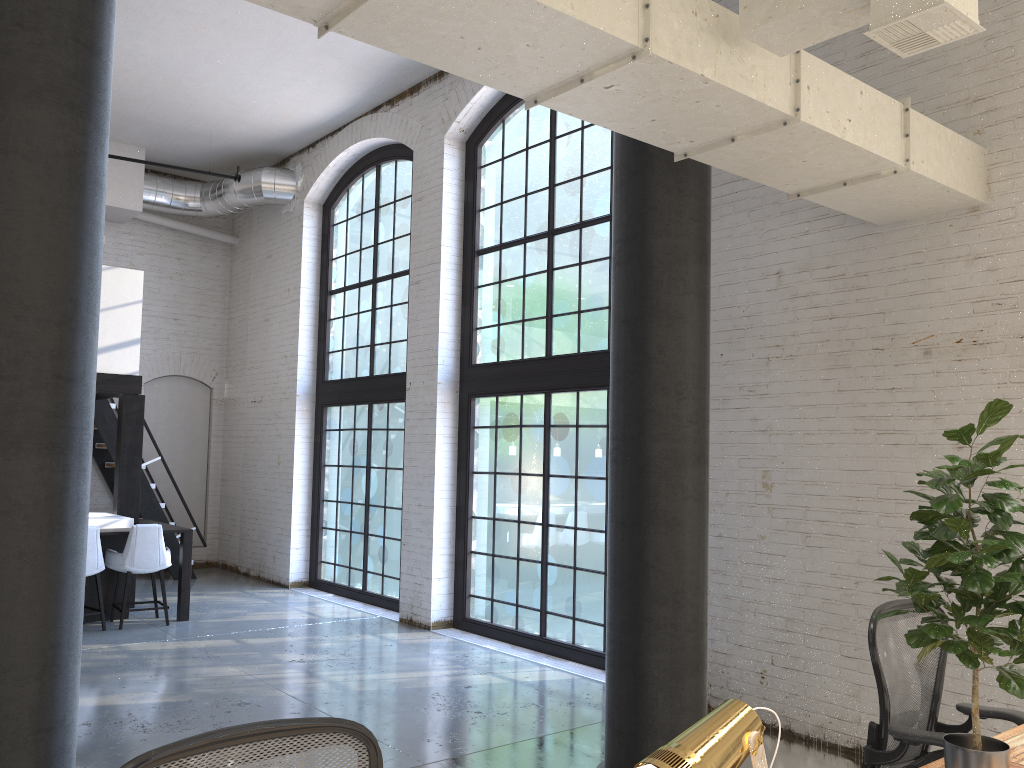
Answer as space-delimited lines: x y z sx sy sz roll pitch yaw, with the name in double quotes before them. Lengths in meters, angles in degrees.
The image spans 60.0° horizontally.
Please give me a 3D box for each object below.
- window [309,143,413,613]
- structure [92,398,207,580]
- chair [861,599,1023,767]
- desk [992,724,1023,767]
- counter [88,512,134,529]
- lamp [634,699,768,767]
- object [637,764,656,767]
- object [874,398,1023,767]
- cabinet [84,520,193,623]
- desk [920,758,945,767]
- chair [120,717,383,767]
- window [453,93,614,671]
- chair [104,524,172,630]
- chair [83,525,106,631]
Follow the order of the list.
"window" -1.582 -0.110 10.052 0.138 5.174 2.492 4 -5 -39
"structure" -4.824 0.905 11.300 1.663 3.183 0.929 5 -5 -39
"chair" 1.687 1.385 3.291 0.792 1.084 0.771 -2 -5 34
"desk" 2.064 1.544 2.965 1.401 0.724 0.529 5 -6 -39
"counter" -4.864 1.296 8.251 2.294 0.095 0.977 5 -6 -39
"lamp" 0.349 0.770 1.474 0.345 0.469 0.128 5 -5 -39
"object" 0.013 0.760 1.087 0.484 0.485 0.190 5 -5 -39
"object" 1.269 0.582 2.445 0.439 1.076 0.514 -2 -5 41
"cabinet" -4.564 1.798 8.218 2.693 0.909 1.371 5 -6 -39
"desk" 1.581 1.456 2.018 0.530 0.724 1.401 5 -6 -39
"chair" -0.375 1.220 1.580 0.792 1.084 0.771 -2 -5 34
"window" 0.324 -0.258 7.721 0.138 5.174 2.492 4 -5 -39
"chair" -3.490 1.796 8.330 0.579 0.983 0.501 4 -5 -33
"chair" -3.945 1.755 7.954 0.501 0.983 0.580 -2 -5 42
